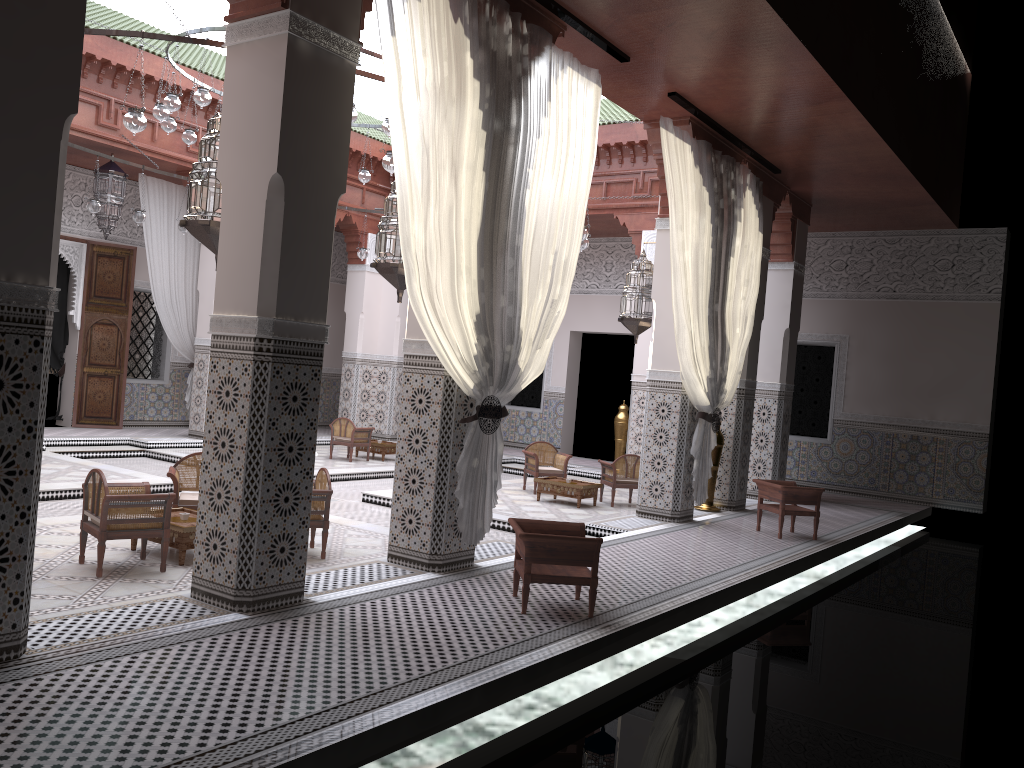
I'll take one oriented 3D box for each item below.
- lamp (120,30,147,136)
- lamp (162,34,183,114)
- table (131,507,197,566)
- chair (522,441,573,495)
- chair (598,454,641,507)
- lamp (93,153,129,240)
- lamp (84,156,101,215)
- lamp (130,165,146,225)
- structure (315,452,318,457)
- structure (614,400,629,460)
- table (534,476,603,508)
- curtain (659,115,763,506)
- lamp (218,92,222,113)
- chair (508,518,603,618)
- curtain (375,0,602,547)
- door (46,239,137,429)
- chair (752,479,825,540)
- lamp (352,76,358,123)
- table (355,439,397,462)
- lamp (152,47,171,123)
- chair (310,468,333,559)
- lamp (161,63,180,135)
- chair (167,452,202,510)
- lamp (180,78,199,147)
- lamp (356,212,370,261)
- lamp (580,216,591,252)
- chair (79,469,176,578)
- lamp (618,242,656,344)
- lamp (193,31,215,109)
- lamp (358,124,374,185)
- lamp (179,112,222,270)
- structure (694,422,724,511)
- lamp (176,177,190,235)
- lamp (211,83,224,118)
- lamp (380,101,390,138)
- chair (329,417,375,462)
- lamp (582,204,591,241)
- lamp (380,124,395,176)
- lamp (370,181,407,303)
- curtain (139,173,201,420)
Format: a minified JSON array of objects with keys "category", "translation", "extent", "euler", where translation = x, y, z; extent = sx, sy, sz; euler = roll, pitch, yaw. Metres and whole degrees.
[{"category":"lamp","translation":[-1.320,-1.062,3.122],"extent":[0.091,0.371,0.090],"euler":[4,1,-40]},{"category":"lamp","translation":[-1.590,-1.452,4.158],"extent":[0.090,0.371,0.091],"euler":[5,0,-30]},{"category":"table","translation":[-1.128,0.514,3.033],"extent":[0.330,0.142,0.229],"euler":[5,0,35]},{"category":"chair","translation":[0.209,0.522,5.525],"extent":[0.263,0.313,0.208],"euler":[5,0,-19]},{"category":"chair","translation":[0.660,0.562,5.252],"extent":[0.263,0.313,0.208],"euler":[5,0,-15]},{"category":"lamp","translation":[-2.660,-1.237,5.856],"extent":[0.220,0.571,0.221],"euler":[5,0,35]},{"category":"lamp","translation":[-2.437,-1.170,5.179],"extent":[0.090,0.371,0.091],"euler":[5,0,-10]},{"category":"lamp","translation":[-2.288,-1.159,5.448],"extent":[0.090,0.371,0.091],"euler":[5,0,-20]},{"category":"structure","translation":[-1.275,0.500,4.803],"extent":[0.501,0.310,0.528],"euler":[5,0,35]},{"category":"structure","translation":[0.811,0.389,6.586],"extent":[0.156,0.539,0.156],"euler":[5,0,-5]},{"category":"table","translation":[0.320,0.620,5.121],"extent":[0.330,0.142,0.229],"euler":[5,0,35]},{"category":"curtain","translation":[0.997,-0.273,4.392],"extent":[0.137,1.761,1.304],"euler":[5,0,35]},{"category":"lamp","translation":[-1.664,-1.464,5.002],"extent":[0.090,0.371,0.091],"euler":[5,0,-15]},{"category":"chair","translation":[0.110,0.536,2.541],"extent":[0.234,0.252,0.259],"euler":[5,0,-7]},{"category":"curtain","translation":[-0.052,-0.352,2.885],"extent":[0.129,1.764,1.303],"euler":[5,0,35]},{"category":"door","translation":[-3.438,-0.423,6.393],"extent":[0.419,1.461,1.244],"euler":[5,0,35]},{"category":"chair","translation":[1.311,0.600,4.245],"extent":[0.234,0.252,0.259],"euler":[5,0,-16]},{"category":"lamp","translation":[-0.747,-1.380,4.099],"extent":[0.091,0.371,0.090],"euler":[5,0,-20]},{"category":"table","translation":[-1.008,0.498,6.706],"extent":[0.330,0.142,0.229],"euler":[5,0,35]},{"category":"lamp","translation":[-1.714,-1.463,4.336],"extent":[0.091,0.371,0.090],"euler":[5,0,15]},{"category":"chair","translation":[-0.783,0.455,3.195],"extent":[0.208,0.313,0.263],"euler":[5,0,-25]},{"category":"lamp","translation":[-1.765,-1.469,4.566],"extent":[0.091,0.371,0.090],"euler":[5,1,40]},{"category":"chair","translation":[-1.165,0.422,3.344],"extent":[0.263,0.313,0.208],"euler":[5,0,-19]},{"category":"lamp","translation":[-1.743,-1.469,4.798],"extent":[0.090,0.371,0.091],"euler":[5,0,-30]},{"category":"lamp","translation":[-1.055,-1.062,6.329],"extent":[0.090,0.371,0.091],"euler":[5,0,35]},{"category":"lamp","translation":[0.407,-0.930,4.997],"extent":[0.091,0.371,0.090],"euler":[4,1,-40]},{"category":"chair","translation":[-1.212,0.422,2.784],"extent":[0.208,0.313,0.263],"euler":[4,1,-41]},{"category":"lamp","translation":[0.671,-0.484,4.626],"extent":[0.221,0.552,0.216],"euler":[5,0,35]},{"category":"lamp","translation":[-1.403,-1.435,4.024],"extent":[0.091,0.371,0.090],"euler":[5,1,40]},{"category":"lamp","translation":[-0.889,-1.402,5.429],"extent":[0.091,0.371,0.090],"euler":[4,1,-40]},{"category":"lamp","translation":[-0.803,-0.593,2.500],"extent":[0.221,0.552,0.216],"euler":[5,0,35]},{"category":"structure","translation":[1.107,0.426,4.928],"extent":[0.156,0.539,0.156],"euler":[4,1,-38]},{"category":"lamp","translation":[-2.100,-1.145,5.701],"extent":[0.090,0.371,0.091],"euler":[5,0,0]},{"category":"lamp","translation":[-1.014,-1.036,3.166],"extent":[0.091,0.371,0.090],"euler":[4,1,-40]},{"category":"lamp","translation":[-0.577,-1.367,4.250],"extent":[0.091,0.371,0.090],"euler":[5,0,-30]},{"category":"chair","translation":[-1.171,0.400,6.452],"extent":[0.263,0.313,0.208],"euler":[5,0,31]},{"category":"lamp","translation":[0.376,-0.931,4.688],"extent":[0.091,0.371,0.090],"euler":[4,1,-40]},{"category":"lamp","translation":[-0.453,-0.991,3.422],"extent":[0.091,0.371,0.090],"euler":[4,1,-40]},{"category":"lamp","translation":[-0.372,-0.561,3.122],"extent":[0.221,0.552,0.216],"euler":[5,0,35]},{"category":"curtain","translation":[-2.313,-0.567,6.718],"extent":[0.048,1.761,1.304],"euler":[5,0,35]}]
